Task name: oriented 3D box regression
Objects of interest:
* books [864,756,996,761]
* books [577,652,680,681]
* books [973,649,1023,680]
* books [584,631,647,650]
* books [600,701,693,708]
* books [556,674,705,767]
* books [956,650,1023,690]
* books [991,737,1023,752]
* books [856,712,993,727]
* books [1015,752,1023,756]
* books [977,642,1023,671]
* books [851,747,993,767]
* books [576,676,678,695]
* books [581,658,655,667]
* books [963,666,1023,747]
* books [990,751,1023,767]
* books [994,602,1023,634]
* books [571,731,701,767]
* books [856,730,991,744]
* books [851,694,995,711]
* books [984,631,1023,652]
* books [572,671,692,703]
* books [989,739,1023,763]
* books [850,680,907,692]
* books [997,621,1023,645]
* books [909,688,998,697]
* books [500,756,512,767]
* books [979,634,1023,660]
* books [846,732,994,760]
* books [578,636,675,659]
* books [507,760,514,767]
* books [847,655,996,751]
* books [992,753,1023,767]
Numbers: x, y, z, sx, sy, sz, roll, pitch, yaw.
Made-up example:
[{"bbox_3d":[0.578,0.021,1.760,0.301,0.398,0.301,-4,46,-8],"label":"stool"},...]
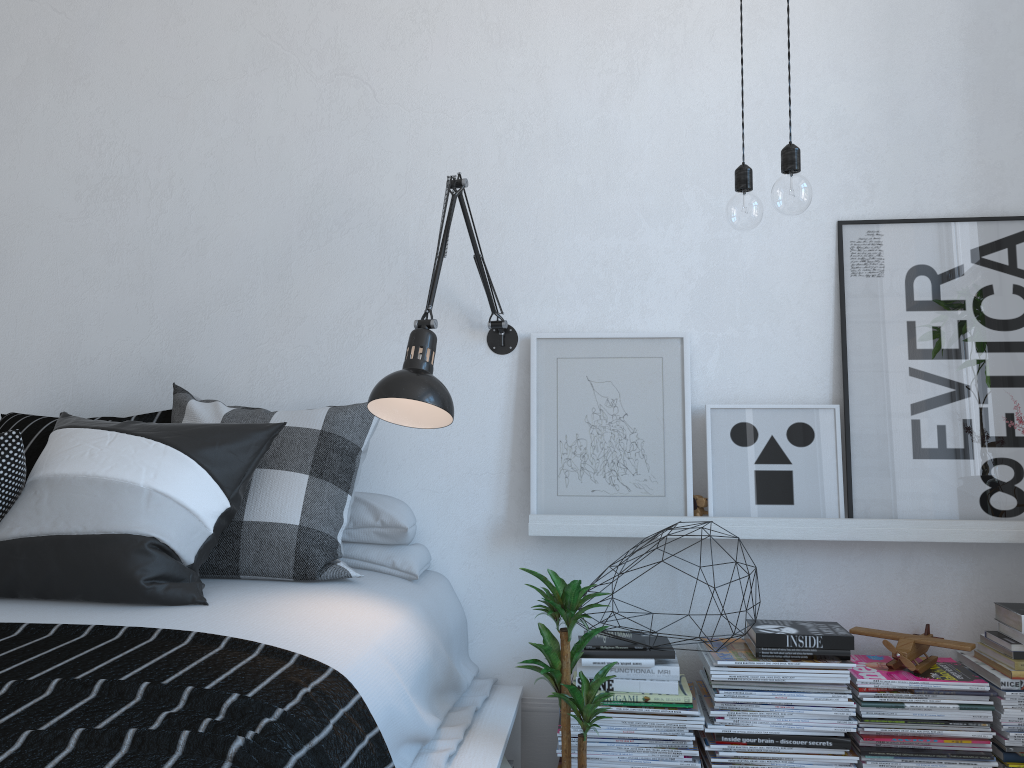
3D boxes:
[{"bbox_3d":[1.008,0.899,2.251,0.306,0.009,0.247,0,-3,4],"label":"books"},{"bbox_3d":[0.299,0.735,2.332,0.258,0.034,0.176,-1,-3,7],"label":"books"},{"bbox_3d":[1.333,0.703,2.240,0.245,0.020,0.223,0,-3,5],"label":"books"},{"bbox_3d":[0.265,0.675,2.335,0.158,0.010,0.184,0,-3,4],"label":"books"},{"bbox_3d":[0.307,0.805,2.336,0.300,0.009,0.261,0,-3,5],"label":"books"},{"bbox_3d":[0.298,0.932,2.333,0.378,0.251,0.304,0,-3,7],"label":"books"},{"bbox_3d":[1.330,0.728,2.276,0.271,0.026,0.286,0,-3,6],"label":"books"},{"bbox_3d":[1.332,0.872,2.192,0.304,0.009,0.167,0,-3,3],"label":"books"},{"bbox_3d":[1.003,0.817,2.257,0.306,0.007,0.255,0,-3,6],"label":"books"},{"bbox_3d":[1.333,0.881,2.200,0.255,0.007,0.199,0,-3,1],"label":"books"},{"bbox_3d":[1.347,0.683,2.243,0.257,0.021,0.202,0,-3,3],"label":"books"},{"bbox_3d":[1.011,0.972,2.249,0.319,0.116,0.270,0,-3,5],"label":"books"},{"bbox_3d":[0.298,0.766,2.320,0.259,0.029,0.178,-1,-3,11],"label":"books"},{"bbox_3d":[0.268,0.708,2.332,0.183,0.019,0.207,0,-3,3],"label":"books"},{"bbox_3d":[1.341,0.804,2.235,0.317,0.134,0.278,0,-3,6],"label":"books"},{"bbox_3d":[1.329,0.911,2.210,0.276,0.007,0.217,-1,-3,7],"label":"books"},{"bbox_3d":[1.360,0.583,2.225,0.228,0.045,0.169,-1,-3,9],"label":"books"},{"bbox_3d":[0.313,0.944,2.334,0.336,0.011,0.271,-1,-3,9],"label":"books"},{"bbox_3d":[0.999,0.859,2.264,0.298,0.007,0.280,0,-3,4],"label":"books"},{"bbox_3d":[1.007,0.780,2.262,0.311,0.012,0.260,0,-3,5],"label":"books"},{"bbox_3d":[1.351,0.642,2.229,0.262,0.018,0.146,0,-3,5],"label":"books"},{"bbox_3d":[0.304,0.789,2.313,0.298,0.019,0.194,0,-3,5],"label":"books"},{"bbox_3d":[1.280,0.896,2.213,0.193,0.023,0.194,0,-3,6],"label":"books"},{"bbox_3d":[0.908,0.748,2.246,0.121,0.010,0.173,0,-3,4],"label":"books"},{"bbox_3d":[1.354,0.619,2.215,0.214,0.026,0.151,0,-3,6],"label":"books"},{"bbox_3d":[1.075,0.746,2.226,0.193,0.009,0.182,0,-3,6],"label":"books"},{"bbox_3d":[-0.091,1.000,2.297,0.156,0.023,0.196,1,-3,-13],"label":"books"},{"bbox_3d":[1.345,0.663,2.257,0.233,0.020,0.187,0,-3,4],"label":"books"},{"bbox_3d":[0.998,0.890,2.260,0.308,0.012,0.290,0,-3,5],"label":"books"},{"bbox_3d":[0.291,0.688,2.321,0.242,0.020,0.162,0,-3,1],"label":"books"},{"bbox_3d":[-0.098,1.021,2.296,0.173,0.018,0.211,0,-3,6],"label":"books"},{"bbox_3d":[1.008,0.803,2.264,0.318,0.162,0.272,0,-3,6],"label":"books"},{"bbox_3d":[1.247,0.923,2.186,0.134,0.019,0.119,0,-3,6],"label":"books"}]
